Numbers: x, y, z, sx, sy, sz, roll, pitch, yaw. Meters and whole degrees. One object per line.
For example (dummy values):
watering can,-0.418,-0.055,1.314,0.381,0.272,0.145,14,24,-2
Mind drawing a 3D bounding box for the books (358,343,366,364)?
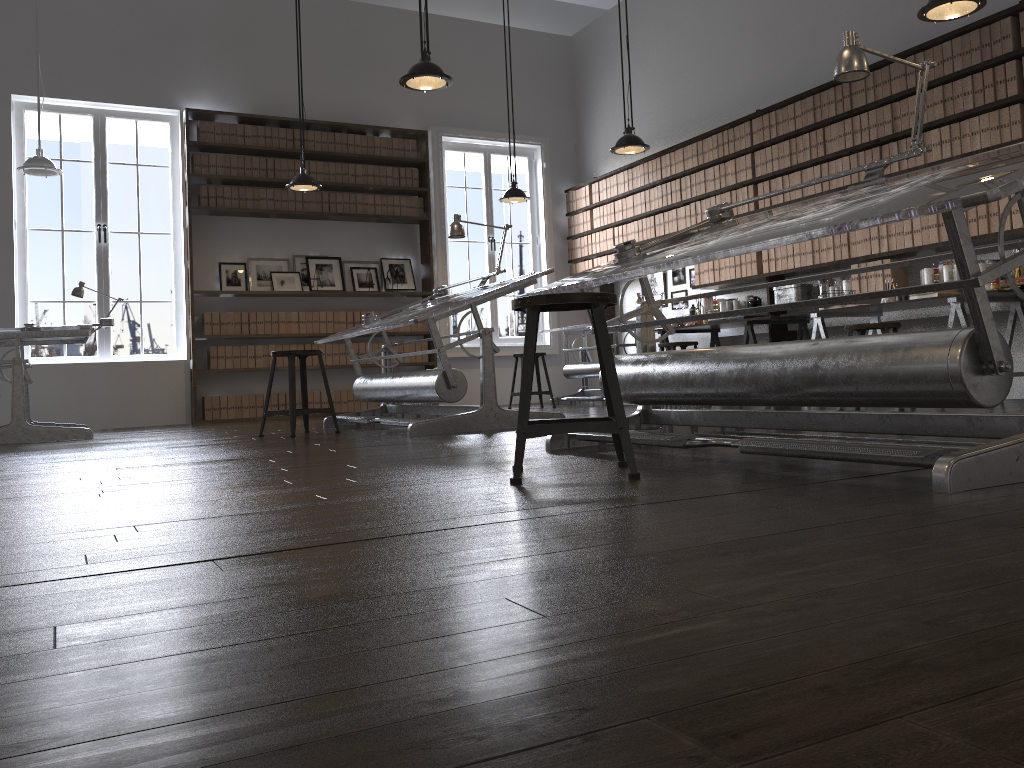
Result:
books,-1.582,-0.314,9.217,0.067,0.226,0.174,-1,-2,-27

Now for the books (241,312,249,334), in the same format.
books,-2.635,-0.586,8.698,0.067,0.226,0.174,-1,-2,-27

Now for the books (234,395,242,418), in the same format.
books,-2.681,0.222,8.623,0.067,0.226,0.174,-1,-2,-27

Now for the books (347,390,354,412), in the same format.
books,-1.691,0.175,9.136,0.067,0.226,0.174,-1,-2,-27

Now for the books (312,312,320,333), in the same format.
books,-2.018,-0.616,9.023,0.067,0.226,0.174,-1,-2,-27

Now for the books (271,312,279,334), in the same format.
books,-2.382,-0.598,8.835,0.067,0.226,0.174,-1,-2,-27

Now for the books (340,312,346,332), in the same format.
books,-1.770,-0.628,9.148,0.067,0.226,0.174,-1,-2,-27

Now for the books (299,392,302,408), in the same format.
books,-2.124,0.196,8.905,0.067,0.226,0.174,-1,-2,-27

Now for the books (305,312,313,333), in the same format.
books,-2.079,-0.613,8.989,0.067,0.226,0.174,-1,-2,-27

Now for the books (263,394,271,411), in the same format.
books,-2.435,0.210,8.747,0.067,0.226,0.174,-1,-2,-27

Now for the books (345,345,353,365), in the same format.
books,-1.704,-0.308,9.159,0.067,0.226,0.174,-1,-2,-27

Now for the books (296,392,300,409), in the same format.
books,-2.182,0.198,8.880,0.067,0.226,0.174,-1,-2,-27

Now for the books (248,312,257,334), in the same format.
books,-2.571,-0.589,8.738,0.067,0.226,0.174,-1,-2,-27

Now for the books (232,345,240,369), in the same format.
books,-2.705,-0.260,8.647,0.067,0.226,0.174,-1,-2,-27

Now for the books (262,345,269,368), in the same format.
books,-2.459,-0.272,8.771,0.067,0.226,0.174,-1,-2,-27

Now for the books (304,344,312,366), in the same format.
books,-2.082,-0.290,8.961,0.067,0.226,0.174,-1,-2,-27

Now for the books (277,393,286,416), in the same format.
books,-2.305,0.204,8.813,0.067,0.226,0.174,-1,-2,-27

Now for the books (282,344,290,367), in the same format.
books,-2.277,-0.280,8.866,0.067,0.226,0.174,-1,-2,-27

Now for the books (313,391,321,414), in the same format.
books,-1.997,0.189,8.974,0.067,0.226,0.174,-1,-2,-27

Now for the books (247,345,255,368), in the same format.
books,-2.577,-0.266,8.706,0.067,0.226,0.174,-1,-2,-27

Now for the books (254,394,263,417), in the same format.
books,-2.500,0.213,8.718,0.067,0.226,0.174,-1,-2,-27

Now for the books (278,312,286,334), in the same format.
books,-2.319,-0.601,8.860,0.067,0.226,0.174,-1,-2,-27

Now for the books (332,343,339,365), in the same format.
books,-1.834,-0.302,9.096,0.067,0.226,0.174,-1,-2,-27

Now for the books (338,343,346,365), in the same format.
books,-1.771,-0.305,9.126,0.067,0.226,0.174,-1,-2,-27

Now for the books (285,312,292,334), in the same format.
books,-2.262,-0.604,8.895,0.067,0.226,0.174,-1,-2,-27

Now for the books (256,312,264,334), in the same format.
books,-2.506,-0.592,8.766,0.067,0.226,0.174,-1,-2,-27

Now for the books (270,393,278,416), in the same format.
books,-2.374,0.207,8.783,0.067,0.226,0.174,-1,-2,-27

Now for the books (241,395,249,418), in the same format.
books,-2.620,0.219,8.649,0.067,0.226,0.174,-1,-2,-27

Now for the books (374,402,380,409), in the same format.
books,-1.445,0.163,9.260,0.067,0.226,0.174,-1,-2,-27

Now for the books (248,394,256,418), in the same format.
books,-2.563,0.217,8.685,0.067,0.226,0.174,-1,-2,-27

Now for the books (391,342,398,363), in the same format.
books,-1.268,-0.329,9.383,0.067,0.226,0.174,-1,-2,-27

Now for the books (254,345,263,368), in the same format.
books,-2.514,-0.269,8.741,0.067,0.226,0.174,-1,-2,-27

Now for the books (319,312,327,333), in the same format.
books,-1.954,-0.619,9.052,0.067,0.226,0.174,-1,-2,-27

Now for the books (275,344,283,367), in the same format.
books,-2.340,-0.277,8.834,0.067,0.226,0.174,-1,-2,-27

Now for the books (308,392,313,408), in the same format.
books,-2.059,0.192,8.938,0.067,0.226,0.174,-1,-2,-27

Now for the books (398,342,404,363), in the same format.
books,-1.213,-0.332,9.413,0.067,0.226,0.174,-1,-2,-27

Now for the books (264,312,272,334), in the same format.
books,-2.445,-0.595,8.802,0.067,0.226,0.174,-1,-2,-27

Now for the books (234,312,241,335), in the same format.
books,-2.704,-0.583,8.669,0.067,0.226,0.174,-1,-2,-27

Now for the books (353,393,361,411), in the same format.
books,-1.628,0.172,9.166,0.067,0.226,0.174,-1,-2,-27

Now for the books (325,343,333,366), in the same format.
books,-1.894,-0.299,9.060,0.067,0.226,0.174,-1,-2,-27

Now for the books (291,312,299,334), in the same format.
books,-2.205,-0.607,8.922,0.067,0.226,0.174,-1,-2,-27

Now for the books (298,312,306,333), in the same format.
books,-2.140,-0.610,8.954,0.067,0.226,0.174,-1,-2,-27

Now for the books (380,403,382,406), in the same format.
books,-1.383,0.160,9.287,0.067,0.226,0.174,-1,-2,-27

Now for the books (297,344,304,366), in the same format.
books,-2.151,-0.286,8.932,0.067,0.226,0.174,-1,-2,-27

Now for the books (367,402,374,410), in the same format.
books,-1.500,0.166,9.230,0.067,0.226,0.174,-1,-2,-27

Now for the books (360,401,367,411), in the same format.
books,-1.563,0.168,9.195,0.067,0.226,0.174,-1,-2,-27

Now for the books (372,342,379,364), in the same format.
books,-1.459,-0.320,9.289,0.067,0.226,0.174,-1,-2,-27

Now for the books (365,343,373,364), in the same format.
books,-1.519,-0.317,9.254,0.067,0.226,0.174,-1,-2,-27

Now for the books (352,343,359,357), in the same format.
books,-1.646,-0.311,9.184,0.067,0.226,0.174,-1,-2,-27

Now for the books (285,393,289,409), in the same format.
books,-2.241,0.201,8.852,0.067,0.226,0.174,-1,-2,-27

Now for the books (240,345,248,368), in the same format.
books,-2.642,-0.263,8.677,0.067,0.226,0.174,-1,-2,-27

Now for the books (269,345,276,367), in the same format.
books,-2.397,-0.275,8.798,0.067,0.226,0.174,-1,-2,-27

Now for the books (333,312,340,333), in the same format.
books,-1.824,-0.625,9.115,0.067,0.226,0.174,-1,-2,-27

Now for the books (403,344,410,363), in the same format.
books,-1.151,-0.334,9.439,0.067,0.226,0.174,-1,-2,-27

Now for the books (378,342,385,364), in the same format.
books,-1.396,-0.323,9.319,0.067,0.226,0.174,-1,-2,-27

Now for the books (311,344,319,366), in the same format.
books,-2.019,-0.293,9.000,0.067,0.226,0.174,-1,-2,-27

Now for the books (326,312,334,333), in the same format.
books,-1.888,-0.622,9.082,0.067,0.226,0.174,-1,-2,-27
